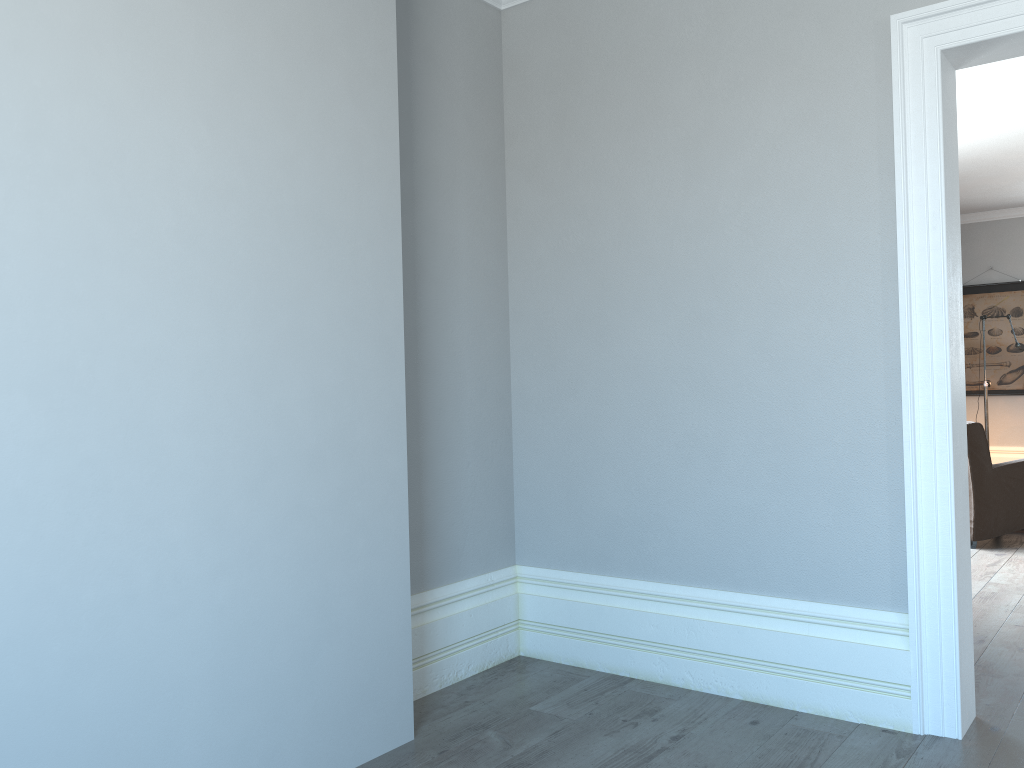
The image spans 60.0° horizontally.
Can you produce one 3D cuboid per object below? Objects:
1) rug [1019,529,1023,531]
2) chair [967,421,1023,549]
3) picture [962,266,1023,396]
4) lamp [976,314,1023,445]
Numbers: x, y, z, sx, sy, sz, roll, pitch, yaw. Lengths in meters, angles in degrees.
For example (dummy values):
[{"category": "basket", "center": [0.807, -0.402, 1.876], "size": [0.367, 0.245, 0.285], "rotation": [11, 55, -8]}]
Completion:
[{"category": "rug", "center": [4.888, 0.936, 6.450], "size": [2.818, 0.090, 2.400], "rotation": [-2, 0, 38]}, {"category": "chair", "center": [3.176, 0.627, 5.985], "size": [0.970, 0.795, 0.807], "rotation": [-1, 0, -12]}, {"category": "picture", "center": [4.875, -0.539, 8.991], "size": [0.793, 1.313, 0.057], "rotation": [-2, -1, 37]}, {"category": "lamp", "center": [4.401, 0.187, 8.349], "size": [0.797, 1.644, 1.864], "rotation": [-1, 0, -15]}]
